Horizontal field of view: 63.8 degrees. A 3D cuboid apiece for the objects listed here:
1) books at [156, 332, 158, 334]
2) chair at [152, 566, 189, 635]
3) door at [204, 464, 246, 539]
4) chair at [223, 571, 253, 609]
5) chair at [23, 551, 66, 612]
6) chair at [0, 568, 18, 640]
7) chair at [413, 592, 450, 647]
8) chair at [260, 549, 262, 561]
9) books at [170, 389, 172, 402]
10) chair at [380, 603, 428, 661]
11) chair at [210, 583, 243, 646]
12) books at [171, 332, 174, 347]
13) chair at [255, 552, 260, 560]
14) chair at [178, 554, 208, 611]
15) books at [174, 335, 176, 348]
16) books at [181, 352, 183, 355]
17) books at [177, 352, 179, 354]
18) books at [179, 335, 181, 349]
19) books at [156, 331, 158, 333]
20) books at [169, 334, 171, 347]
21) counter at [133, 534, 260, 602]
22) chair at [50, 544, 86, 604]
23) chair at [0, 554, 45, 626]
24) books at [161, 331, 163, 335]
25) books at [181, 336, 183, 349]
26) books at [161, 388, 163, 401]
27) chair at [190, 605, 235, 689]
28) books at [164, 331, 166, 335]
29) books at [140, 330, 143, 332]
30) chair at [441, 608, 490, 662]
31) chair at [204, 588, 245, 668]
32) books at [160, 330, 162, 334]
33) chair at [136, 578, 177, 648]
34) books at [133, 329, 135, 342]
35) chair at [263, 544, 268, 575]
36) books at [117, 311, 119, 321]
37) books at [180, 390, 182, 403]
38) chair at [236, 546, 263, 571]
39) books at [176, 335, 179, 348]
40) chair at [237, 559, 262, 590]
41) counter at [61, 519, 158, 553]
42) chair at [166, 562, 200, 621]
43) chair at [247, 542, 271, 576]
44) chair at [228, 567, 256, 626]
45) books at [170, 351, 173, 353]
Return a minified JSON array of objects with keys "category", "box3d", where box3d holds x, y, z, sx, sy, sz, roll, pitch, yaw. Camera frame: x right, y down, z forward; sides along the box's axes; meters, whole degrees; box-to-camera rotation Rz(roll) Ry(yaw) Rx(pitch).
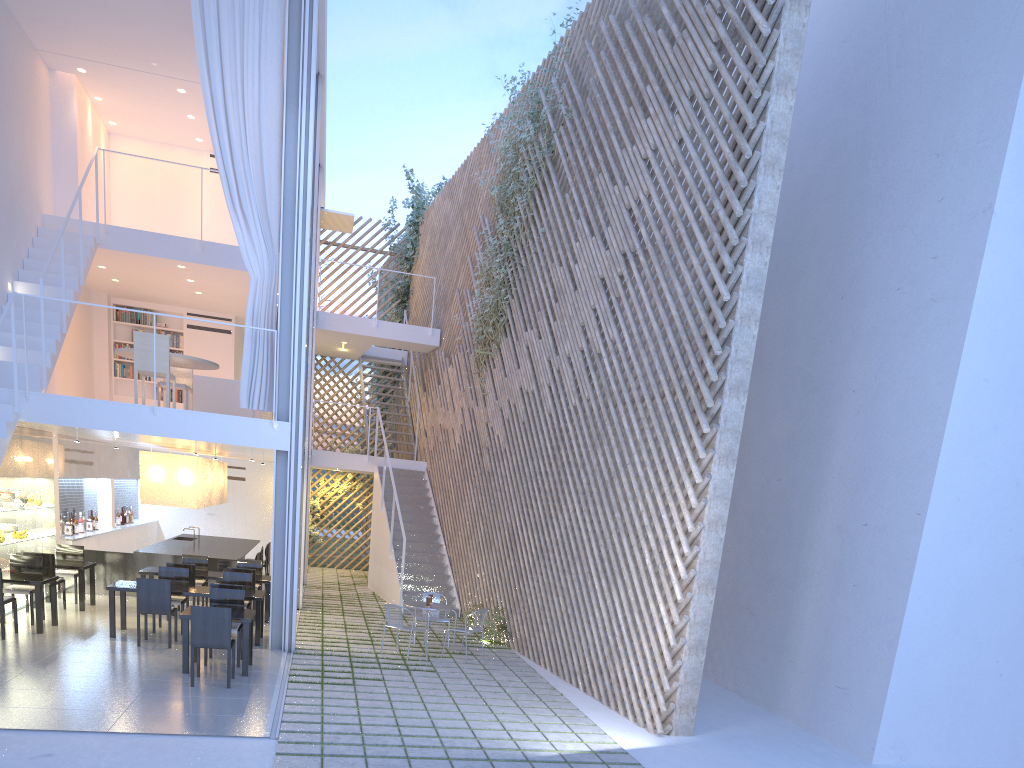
[{"category":"books","box3d":[-3.381,0.127,6.514,0.124,1.678,3.534,4,-4,-4]},{"category":"chair","box3d":[-2.272,1.444,5.483,0.193,0.457,0.224,3,9,-13]},{"category":"door","box3d":[-3.535,1.217,7.562,0.481,1.199,5.414,6,-7,0]},{"category":"chair","box3d":[-1.874,1.499,5.579,0.193,0.457,0.224,3,9,-13]},{"category":"chair","box3d":[-3.254,1.379,5.740,0.193,0.457,0.224,3,9,-13]},{"category":"chair","box3d":[-3.041,1.267,4.810,0.193,0.457,0.224,3,9,-13]},{"category":"chair","box3d":[-0.592,1.722,6.029,0.264,0.396,0.233,4,8,-13]},{"category":"chair","box3d":[-2.437,1.730,7.590,0.242,0.458,0.178,3,10,-15]},{"category":"books","box3d":[-3.385,0.116,8.181,0.007,0.134,0.091,2,7,-13]},{"category":"chair","box3d":[-0.719,1.619,5.411,0.254,0.396,0.243,10,8,32]},{"category":"chair","box3d":[-1.772,1.446,5.137,0.193,0.457,0.224,3,9,-13]},{"category":"books","box3d":[-3.344,0.137,6.555,0.031,1.737,3.505,5,-4,-1]},{"category":"chair","box3d":[-2.368,1.691,7.269,0.241,0.458,0.178,4,10,-11]},{"category":"chair","box3d":[-2.486,1.556,6.412,0.193,0.457,0.224,3,9,-13]},{"category":"books","box3d":[-3.316,0.140,6.544,0.037,1.681,3.545,5,-4,-1]},{"category":"books","box3d":[-3.252,-0.232,8.126,0.020,0.151,0.079,2,9,-13]},{"category":"books","box3d":[-3.293,-0.239,8.113,0.009,0.152,0.085,2,8,-13]},{"category":"books","box3d":[-3.298,0.154,6.560,0.037,1.706,3.539,5,-4,0]},{"category":"books","box3d":[-3.473,-0.442,8.034,0.015,0.148,0.074,2,9,-13]},{"category":"books","box3d":[-3.327,0.119,6.548,0.029,1.645,3.506,5,-4,-2]},{"category":"counter","box3d":[-2.968,1.756,8.007,0.821,0.382,2.453,7,-8,-12]},{"category":"chair","box3d":[-3.363,1.436,6.215,0.193,0.457,0.224,3,9,-13]},{"category":"chair","box3d":[-3.150,1.324,5.285,0.193,0.457,0.224,3,9,-13]},{"category":"books","box3d":[-3.364,0.140,6.565,0.023,1.731,3.449,5,-4,-4]},{"category":"books","box3d":[-3.276,0.146,6.563,0.038,1.679,3.539,5,-4,0]},{"category":"books","box3d":[-3.467,0.107,8.162,0.006,0.128,0.090,2,6,-13]},{"category":"chair","box3d":[-1.540,1.342,4.248,0.193,0.457,0.224,3,9,-13]},{"category":"books","box3d":[-3.361,0.140,6.566,0.023,1.731,3.455,5,-4,-3]},{"category":"books","box3d":[-3.478,0.132,6.520,0.030,1.709,3.470,4,-4,-6]},{"category":"chair","box3d":[-0.297,1.690,5.595,0.242,0.396,0.255,9,8,27]},{"category":"chair","box3d":[-1.649,1.399,4.723,0.193,0.457,0.224,3,9,-13]},{"category":"books","box3d":[-3.425,-0.441,8.043,0.011,0.160,0.077,2,9,-13]},{"category":"chair","box3d":[-2.171,1.391,5.041,0.193,0.457,0.224,3,9,-13]},{"category":"books","box3d":[-3.480,0.114,6.525,0.027,1.672,3.436,3,-3,-8]},{"category":"chair","box3d":[-2.576,1.808,8.230,0.242,0.458,0.178,3,10,-15]},{"category":"books","box3d":[-3.786,-0.642,7.924,0.021,0.103,0.059,3,8,-13]},{"category":"books","box3d":[-3.298,0.131,8.204,0.015,0.129,0.088,2,7,-13]},{"category":"chair","box3d":[-2.521,1.767,7.906,0.242,0.458,0.178,3,10,-17]},{"category":"books","box3d":[-3.303,0.139,6.565,0.045,1.670,3.514,5,-4,-1]},{"category":"chair","box3d":[-2.087,1.611,6.508,0.193,0.457,0.224,3,9,-13]},{"category":"counter","box3d":[-4.063,1.672,8.368,0.234,0.443,3.542,3,-7,-13]},{"category":"chair","box3d":[-2.384,1.502,5.970,0.193,0.457,0.224,3,9,-13]},{"category":"chair","box3d":[-2.646,1.847,8.550,0.241,0.458,0.178,4,10,-11]},{"category":"chair","box3d":[-1.986,1.558,6.066,0.193,0.457,0.224,3,9,-13]},{"category":"books","box3d":[-3.354,-0.245,8.104,0.015,0.148,0.074,2,9,-13]}]
